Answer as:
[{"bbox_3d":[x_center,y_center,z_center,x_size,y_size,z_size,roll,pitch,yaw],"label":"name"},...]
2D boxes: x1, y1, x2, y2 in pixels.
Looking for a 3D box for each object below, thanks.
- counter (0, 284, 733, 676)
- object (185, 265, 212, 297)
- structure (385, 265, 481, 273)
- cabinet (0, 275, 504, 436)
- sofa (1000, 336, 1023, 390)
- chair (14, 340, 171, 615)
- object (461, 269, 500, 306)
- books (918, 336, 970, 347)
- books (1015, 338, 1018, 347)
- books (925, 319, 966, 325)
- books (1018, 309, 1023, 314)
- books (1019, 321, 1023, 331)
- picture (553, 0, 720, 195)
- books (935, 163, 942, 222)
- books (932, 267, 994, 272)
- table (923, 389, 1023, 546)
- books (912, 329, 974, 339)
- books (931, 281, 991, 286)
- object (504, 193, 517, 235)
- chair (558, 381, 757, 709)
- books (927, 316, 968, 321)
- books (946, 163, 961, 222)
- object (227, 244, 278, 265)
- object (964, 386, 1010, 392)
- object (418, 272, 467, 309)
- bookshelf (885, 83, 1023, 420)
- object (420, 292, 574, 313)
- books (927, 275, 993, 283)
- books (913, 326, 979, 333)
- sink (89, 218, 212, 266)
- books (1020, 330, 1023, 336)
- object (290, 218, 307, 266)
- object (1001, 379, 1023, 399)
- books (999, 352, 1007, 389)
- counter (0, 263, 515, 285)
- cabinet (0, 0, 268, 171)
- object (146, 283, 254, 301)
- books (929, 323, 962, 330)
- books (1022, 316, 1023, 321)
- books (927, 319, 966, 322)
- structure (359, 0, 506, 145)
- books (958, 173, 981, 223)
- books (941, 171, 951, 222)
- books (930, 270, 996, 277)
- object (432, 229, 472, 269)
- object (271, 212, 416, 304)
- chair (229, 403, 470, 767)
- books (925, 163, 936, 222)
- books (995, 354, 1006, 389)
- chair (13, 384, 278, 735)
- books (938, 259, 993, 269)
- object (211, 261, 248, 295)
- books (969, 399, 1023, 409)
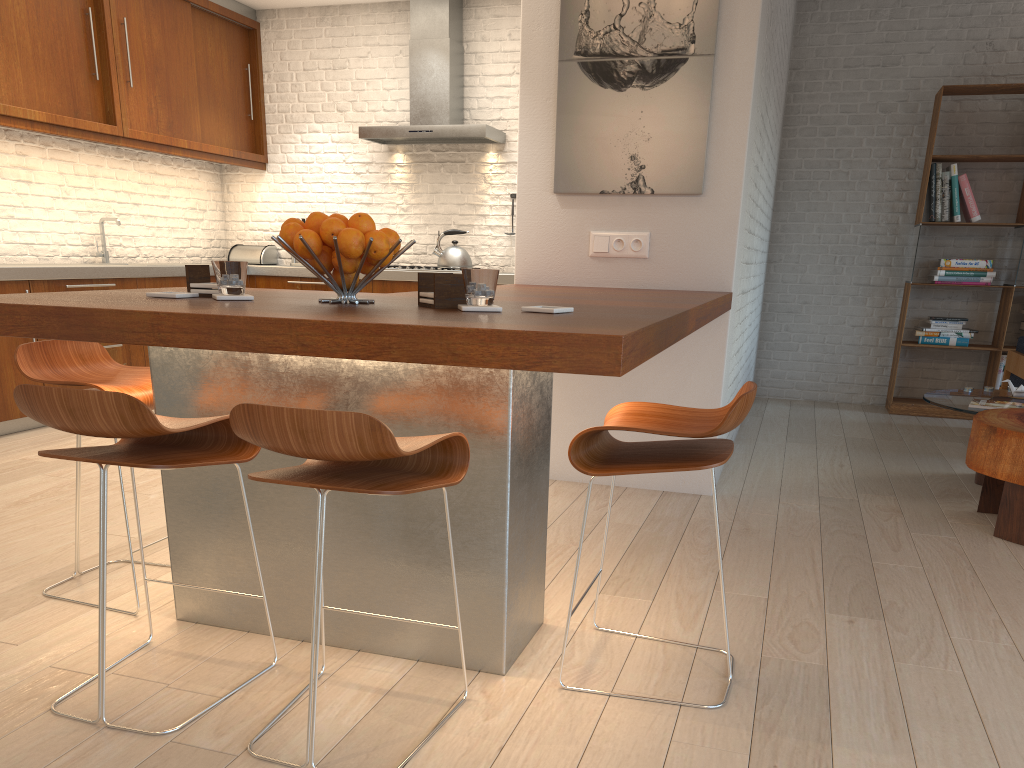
[{"bbox_3d":[-0.234,0.163,3.050,1.677,0.961,2.405,5,10,17],"label":"counter"},{"bbox_3d":[-0.813,-0.282,2.387,0.114,0.086,0.090,5,13,17],"label":"object"},{"bbox_3d":[-0.632,-0.882,6.679,0.807,0.033,0.568,4,9,17],"label":"structure"},{"bbox_3d":[-1.428,-1.272,5.781,4.768,2.962,2.172,-2,15,-17],"label":"cabinet"},{"bbox_3d":[3.672,0.295,3.767,2.068,0.690,3.807,5,9,18],"label":"sofa"},{"bbox_3d":[-1.235,0.266,2.711,0.420,0.810,0.387,6,16,17],"label":"chair"},{"bbox_3d":[-0.076,-0.230,2.083,0.090,0.088,0.088,10,15,32],"label":"object"},{"bbox_3d":[3.154,-0.321,6.362,0.323,0.058,0.247,6,10,27],"label":"books"},{"bbox_3d":[3.804,-0.277,6.158,0.378,0.067,0.235,3,9,11],"label":"books"},{"bbox_3d":[3.154,-0.451,6.352,0.236,0.019,0.164,3,9,10],"label":"books"},{"bbox_3d":[3.810,-0.496,6.093,0.442,0.021,0.262,4,9,17],"label":"books"},{"bbox_3d":[3.818,-0.396,6.120,0.379,0.067,0.234,2,9,4],"label":"books"},{"bbox_3d":[0.511,-1.334,3.637,0.652,1.061,0.019,6,18,16],"label":"picture"},{"bbox_3d":[2.981,-1.334,6.124,0.091,0.402,0.234,7,16,17],"label":"books"},{"bbox_3d":[3.201,-0.817,6.205,0.354,0.021,0.262,4,9,16],"label":"books"},{"bbox_3d":[2.463,0.337,4.036,1.067,0.466,1.770,6,10,23],"label":"table"},{"bbox_3d":[3.138,-0.370,6.361,0.378,0.038,0.235,4,9,17],"label":"books"},{"bbox_3d":[3.197,-0.722,6.229,0.354,0.021,0.262,4,9,17],"label":"books"},{"bbox_3d":[0.265,-1.224,6.539,0.666,0.407,0.134,5,17,16],"label":"object"},{"bbox_3d":[0.387,0.380,2.229,0.420,0.810,0.387,6,16,17],"label":"chair"},{"bbox_3d":[3.157,-0.475,6.323,0.251,0.018,0.156,4,9,17],"label":"books"},{"bbox_3d":[3.079,-1.323,6.083,0.120,0.398,0.234,7,16,17],"label":"books"},{"bbox_3d":[-2.173,-1.082,7.291,0.343,0.167,0.241,5,12,17],"label":"object"},{"bbox_3d":[2.587,0.026,4.719,0.302,0.028,0.065,1,10,-5],"label":"object"},{"bbox_3d":[-0.172,-0.235,2.191,0.093,0.086,0.110,-5,14,-27],"label":"object"},{"bbox_3d":[3.498,-0.852,6.077,1.311,2.301,0.349,6,18,16],"label":"bookshelf"},{"bbox_3d":[-0.062,-0.198,2.124,0.393,0.036,0.191,5,9,21],"label":"object"},{"bbox_3d":[3.187,-0.750,6.217,0.378,0.038,0.235,3,9,12],"label":"books"},{"bbox_3d":[3.150,-0.395,6.339,0.379,0.019,0.234,3,9,10],"label":"books"},{"bbox_3d":[-2.547,-0.950,6.245,0.514,0.447,0.826,5,11,17],"label":"sink"},{"bbox_3d":[3.810,-0.339,6.157,0.360,0.058,0.272,5,9,19],"label":"books"},{"bbox_3d":[-1.685,-1.162,7.158,0.320,0.392,0.063,6,18,16],"label":"object"},{"bbox_3d":[2.651,0.024,4.516,0.182,0.095,0.190,11,14,42],"label":"object"},{"bbox_3d":[3.546,-0.029,6.342,0.036,0.401,0.234,7,16,18],"label":"books"},{"bbox_3d":[-1.291,-0.679,5.539,3.504,0.073,3.212,4,9,17],"label":"counter"},{"bbox_3d":[-2.714,-2.143,5.540,0.459,1.212,3.220,7,11,18],"label":"cabinet"},{"bbox_3d":[-0.792,-0.248,2.332,0.285,0.036,0.198,4,9,17],"label":"object"},{"bbox_3d":[3.157,-0.424,6.353,0.205,0.035,0.127,4,9,17],"label":"books"},{"bbox_3d":[3.790,-0.458,6.098,0.325,0.058,0.245,3,9,12],"label":"books"},{"bbox_3d":[3.159,-0.464,6.340,0.241,0.009,0.150,4,9,17],"label":"books"},{"bbox_3d":[-0.572,-2.291,6.299,0.980,1.038,0.438,5,17,16],"label":"structure"},{"bbox_3d":[3.173,-1.289,6.088,0.194,0.333,0.244,6,15,17],"label":"books"},{"bbox_3d":[3.035,-1.307,6.134,0.102,0.349,0.244,7,15,17],"label":"books"},{"bbox_3d":[3.196,-0.785,6.196,0.379,0.038,0.235,3,9,11],"label":"books"},{"bbox_3d":[-0.424,-1.004,6.472,0.257,0.288,0.256,12,17,38],"label":"object"},{"bbox_3d":[-0.430,-0.325,2.252,0.365,0.232,0.349,-2,12,-17],"label":"object"},{"bbox_3d":[-0.356,0.407,1.914,0.403,0.809,0.404,6,16,17],"label":"chair"},{"bbox_3d":[2.943,-1.335,6.127,0.091,0.402,0.234,7,16,17],"label":"books"},{"bbox_3d":[3.506,-0.030,6.338,0.036,0.401,0.234,7,16,18],"label":"books"},{"bbox_3d":[-0.868,0.371,2.066,0.403,0.809,0.404,6,16,17],"label":"chair"},{"bbox_3d":[3.209,-0.854,6.189,0.324,0.058,0.246,5,9,19],"label":"books"},{"bbox_3d":[-0.730,-0.275,2.266,0.091,0.088,0.087,5,13,14],"label":"object"},{"bbox_3d":[2.385,0.107,4.196,0.314,0.011,0.245,6,10,30],"label":"books"}]
